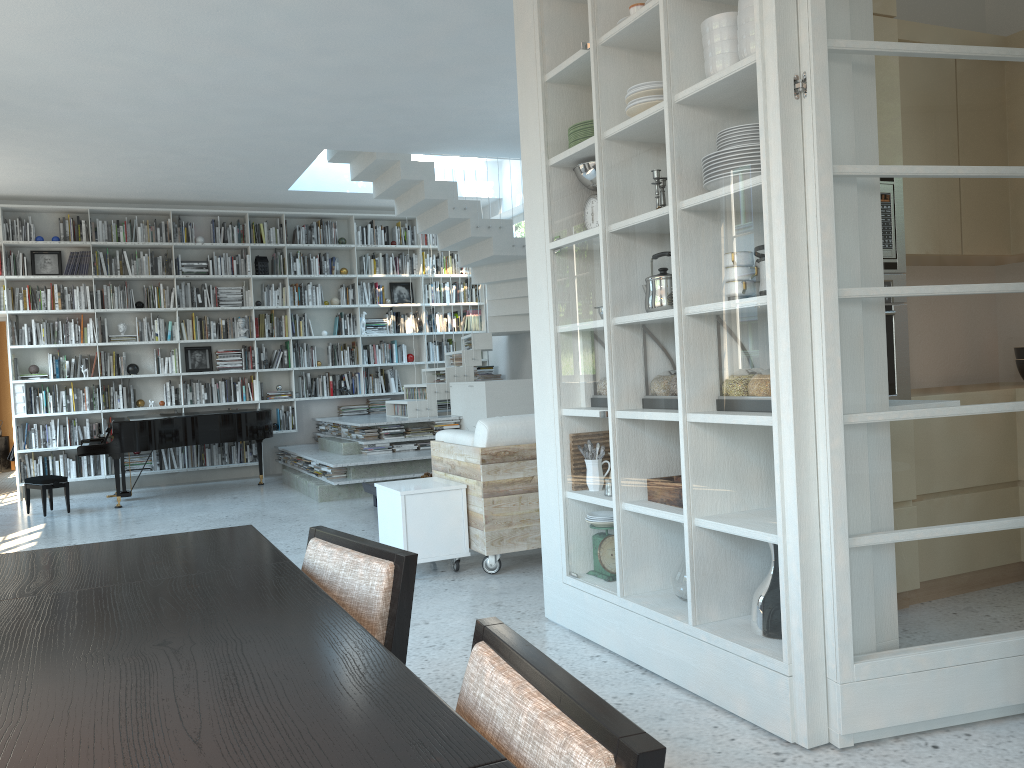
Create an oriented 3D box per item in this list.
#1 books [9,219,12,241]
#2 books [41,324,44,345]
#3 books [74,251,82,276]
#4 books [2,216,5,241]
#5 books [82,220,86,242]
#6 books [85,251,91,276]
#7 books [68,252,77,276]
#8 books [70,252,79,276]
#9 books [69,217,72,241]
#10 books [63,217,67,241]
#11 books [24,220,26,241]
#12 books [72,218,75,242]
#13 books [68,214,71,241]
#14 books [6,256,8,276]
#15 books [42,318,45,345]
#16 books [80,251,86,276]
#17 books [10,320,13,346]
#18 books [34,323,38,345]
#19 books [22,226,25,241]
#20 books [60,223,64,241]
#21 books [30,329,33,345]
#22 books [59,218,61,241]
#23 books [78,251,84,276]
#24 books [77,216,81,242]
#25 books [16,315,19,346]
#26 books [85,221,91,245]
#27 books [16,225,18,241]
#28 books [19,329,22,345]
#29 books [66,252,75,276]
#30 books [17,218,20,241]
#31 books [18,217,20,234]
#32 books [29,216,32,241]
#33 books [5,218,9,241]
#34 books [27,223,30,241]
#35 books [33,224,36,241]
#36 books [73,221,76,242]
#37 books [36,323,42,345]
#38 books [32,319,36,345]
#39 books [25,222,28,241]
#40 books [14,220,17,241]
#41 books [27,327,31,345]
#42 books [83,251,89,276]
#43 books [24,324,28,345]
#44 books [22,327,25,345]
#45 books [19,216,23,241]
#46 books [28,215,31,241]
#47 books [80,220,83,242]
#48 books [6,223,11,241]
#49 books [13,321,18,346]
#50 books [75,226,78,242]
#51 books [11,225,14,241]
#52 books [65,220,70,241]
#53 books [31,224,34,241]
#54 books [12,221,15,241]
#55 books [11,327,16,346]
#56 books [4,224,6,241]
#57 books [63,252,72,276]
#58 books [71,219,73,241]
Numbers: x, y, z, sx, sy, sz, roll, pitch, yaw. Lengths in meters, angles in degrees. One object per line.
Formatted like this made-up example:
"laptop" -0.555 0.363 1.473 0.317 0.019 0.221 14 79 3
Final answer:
"books" -5.370 -1.628 9.511 0.012 0.249 0.180 -4 1 -25
"books" -5.100 -0.531 9.636 0.014 0.230 0.148 -4 2 -25
"books" -4.785 -1.311 9.773 0.097 0.282 0.174 -4 2 -25
"books" -5.435 -1.643 9.493 0.007 0.285 0.159 -4 2 -25
"books" -4.729 -1.669 9.803 0.031 0.254 0.178 -4 2 -25
"books" -4.695 -1.319 9.820 0.078 0.286 0.174 -4 2 -25
"books" -4.833 -1.305 9.753 0.110 0.279 0.174 -4 2 -25
"books" -4.820 -1.306 9.779 0.110 0.279 0.174 -4 2 -25
"books" -4.849 -1.677 9.755 0.013 0.283 0.166 -4 2 -25
"books" -4.900 -1.672 9.721 0.024 0.280 0.188 -4 2 -25
"books" -5.249 -1.638 9.573 0.013 0.253 0.129 -4 2 -25
"books" -4.825 -1.674 9.754 0.011 0.274 0.183 -4 2 -25
"books" -4.869 -1.695 9.763 0.014 0.321 0.136 -4 2 -25
"books" -5.412 -1.250 9.518 0.006 0.233 0.136 -4 2 -24
"books" -5.089 -0.563 9.639 0.011 0.293 0.183 -4 2 -25
"books" -4.744 -1.317 9.818 0.078 0.286 0.174 -4 2 -25
"books" -5.372 -0.542 9.525 0.012 0.285 0.159 -4 2 -25
"books" -5.154 -0.535 9.606 0.011 0.246 0.176 -4 1 -25
"books" -5.263 -1.602 9.560 0.026 0.182 0.161 -4 1 -25
"books" -4.924 -1.640 9.715 0.028 0.218 0.153 -4 2 -25
"books" -5.201 -0.504 9.618 0.021 0.187 0.129 -4 2 -25
"books" -4.949 -1.668 9.717 0.013 0.278 0.151 -4 2 -25
"books" -4.763 -1.315 9.805 0.078 0.286 0.174 -4 2 -25
"books" -4.771 -1.688 9.772 0.025 0.297 0.163 -4 2 -25
"books" -5.306 -0.570 9.524 0.012 0.334 0.184 -4 2 -25
"books" -4.702 -1.670 9.831 0.039 0.252 0.146 -4 2 -25
"books" -5.320 -1.603 9.547 0.014 0.192 0.146 -4 1 -25
"books" -5.282 -0.496 9.542 0.037 0.182 0.189 -4 1 -25
"books" -4.861 -1.304 9.760 0.110 0.279 0.174 -4 2 -25
"books" -5.303 -1.638 9.540 0.016 0.261 0.154 -4 2 -25
"books" -5.292 -1.644 9.543 0.007 0.272 0.154 -4 2 -25
"books" -5.207 -1.661 9.609 0.015 0.293 0.130 -4 2 -25
"books" -5.412 -1.631 9.501 0.007 0.259 0.156 -4 2 -25
"books" -5.214 -1.620 9.571 0.021 0.214 0.173 -4 1 -25
"books" -5.177 -1.621 9.615 0.013 0.210 0.136 -4 2 -25
"books" -4.826 -1.664 9.786 0.013 0.254 0.129 -4 2 -25
"books" -5.137 -0.535 9.640 0.049 0.243 0.139 -4 2 -25
"books" -5.174 -0.552 9.606 0.023 0.281 0.174 -4 2 -25
"books" -5.233 -1.622 9.570 0.013 0.220 0.181 -4 1 -25
"books" -5.330 -1.628 9.531 0.016 0.243 0.156 -4 2 -25
"books" -5.206 -0.511 9.568 0.028 0.204 0.188 -4 1 -25
"books" -4.722 -1.318 9.824 0.078 0.286 0.174 -4 2 -25
"books" -5.233 -0.525 9.566 0.022 0.235 0.177 -4 1 -25
"books" -5.269 -0.510 9.568 0.042 0.209 0.143 -4 2 -25
"books" -5.276 -1.649 9.534 0.015 0.279 0.190 -4 2 -25
"books" -5.212 -1.664 9.594 0.007 0.301 0.145 -4 2 -24
"books" -4.758 -1.671 9.804 0.022 0.260 0.152 -4 2 -25
"books" -5.392 -1.608 9.509 0.032 0.210 0.158 -4 1 -25
"books" -5.322 -0.535 9.520 0.027 0.266 0.176 -4 2 -25
"books" -4.796 -1.633 9.773 0.027 0.190 0.177 -4 1 -25
"books" -5.361 -1.601 9.531 0.017 0.194 0.129 -4 2 -25
"books" -4.875 -1.658 9.731 0.028 0.249 0.155 -4 2 -25
"books" -5.185 -1.616 9.600 0.014 0.202 0.170 -4 1 -25
"books" -5.341 -1.618 9.521 0.013 0.225 0.177 -4 1 -25
"books" -5.349 -0.505 9.526 0.026 0.209 0.155 -4 1 -25
"books" -5.418 -1.603 9.491 0.017 0.204 0.142 -4 2 -25
"books" -4.878 -1.303 9.742 0.110 0.279 0.174 -4 2 -25
"books" -4.834 -1.668 9.749 0.010 0.263 0.156 -4 2 -25
